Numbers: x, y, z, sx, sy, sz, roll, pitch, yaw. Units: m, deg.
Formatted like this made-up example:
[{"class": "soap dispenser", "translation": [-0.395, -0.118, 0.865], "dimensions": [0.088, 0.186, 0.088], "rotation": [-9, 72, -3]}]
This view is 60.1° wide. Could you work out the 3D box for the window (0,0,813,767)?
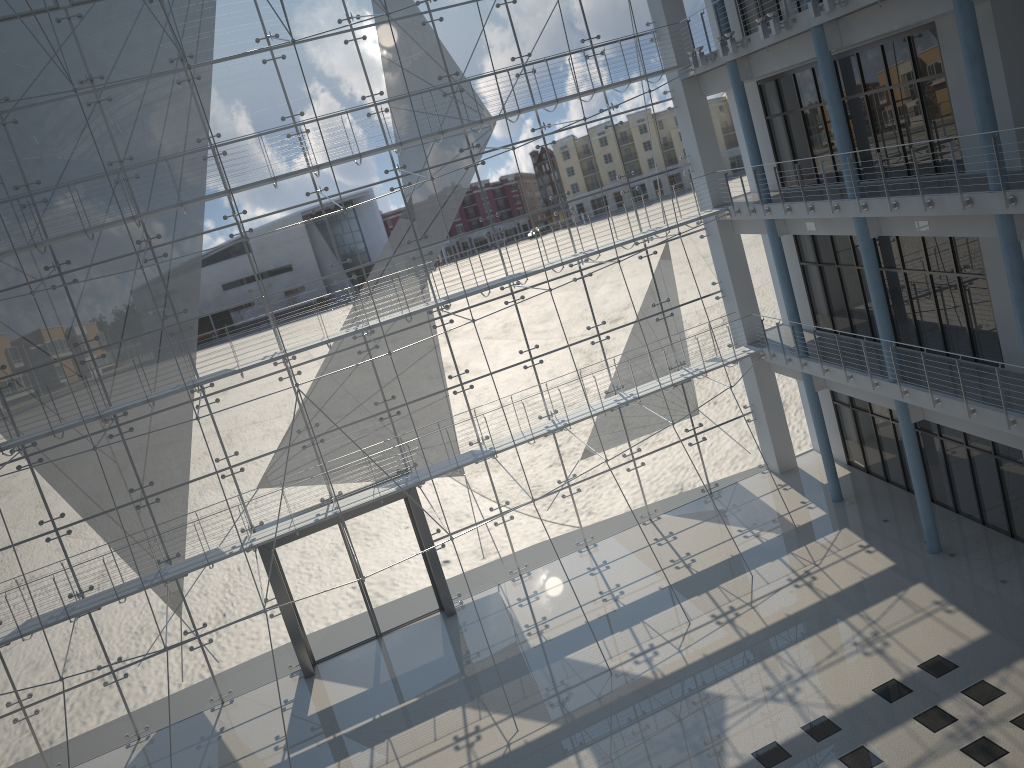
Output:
[{"class": "window", "translation": [-0.890, -0.418, 2.779], "dimensions": [3.870, 2.743, 0.010], "rotation": [-20, 10, -15]}]
